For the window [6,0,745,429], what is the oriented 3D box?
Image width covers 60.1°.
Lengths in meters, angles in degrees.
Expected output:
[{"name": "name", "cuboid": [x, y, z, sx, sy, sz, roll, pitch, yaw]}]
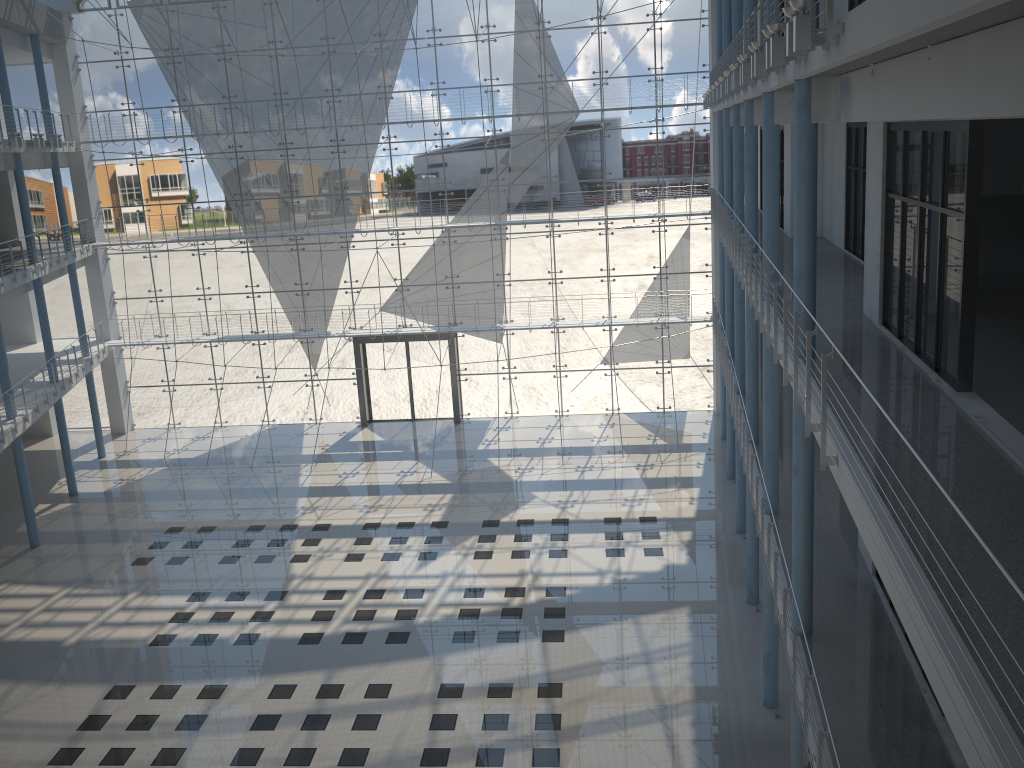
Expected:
[{"name": "window", "cuboid": [-0.663, -1.138, 4.463, 3.847, 2.734, 0.010, -2, 12, 5]}]
